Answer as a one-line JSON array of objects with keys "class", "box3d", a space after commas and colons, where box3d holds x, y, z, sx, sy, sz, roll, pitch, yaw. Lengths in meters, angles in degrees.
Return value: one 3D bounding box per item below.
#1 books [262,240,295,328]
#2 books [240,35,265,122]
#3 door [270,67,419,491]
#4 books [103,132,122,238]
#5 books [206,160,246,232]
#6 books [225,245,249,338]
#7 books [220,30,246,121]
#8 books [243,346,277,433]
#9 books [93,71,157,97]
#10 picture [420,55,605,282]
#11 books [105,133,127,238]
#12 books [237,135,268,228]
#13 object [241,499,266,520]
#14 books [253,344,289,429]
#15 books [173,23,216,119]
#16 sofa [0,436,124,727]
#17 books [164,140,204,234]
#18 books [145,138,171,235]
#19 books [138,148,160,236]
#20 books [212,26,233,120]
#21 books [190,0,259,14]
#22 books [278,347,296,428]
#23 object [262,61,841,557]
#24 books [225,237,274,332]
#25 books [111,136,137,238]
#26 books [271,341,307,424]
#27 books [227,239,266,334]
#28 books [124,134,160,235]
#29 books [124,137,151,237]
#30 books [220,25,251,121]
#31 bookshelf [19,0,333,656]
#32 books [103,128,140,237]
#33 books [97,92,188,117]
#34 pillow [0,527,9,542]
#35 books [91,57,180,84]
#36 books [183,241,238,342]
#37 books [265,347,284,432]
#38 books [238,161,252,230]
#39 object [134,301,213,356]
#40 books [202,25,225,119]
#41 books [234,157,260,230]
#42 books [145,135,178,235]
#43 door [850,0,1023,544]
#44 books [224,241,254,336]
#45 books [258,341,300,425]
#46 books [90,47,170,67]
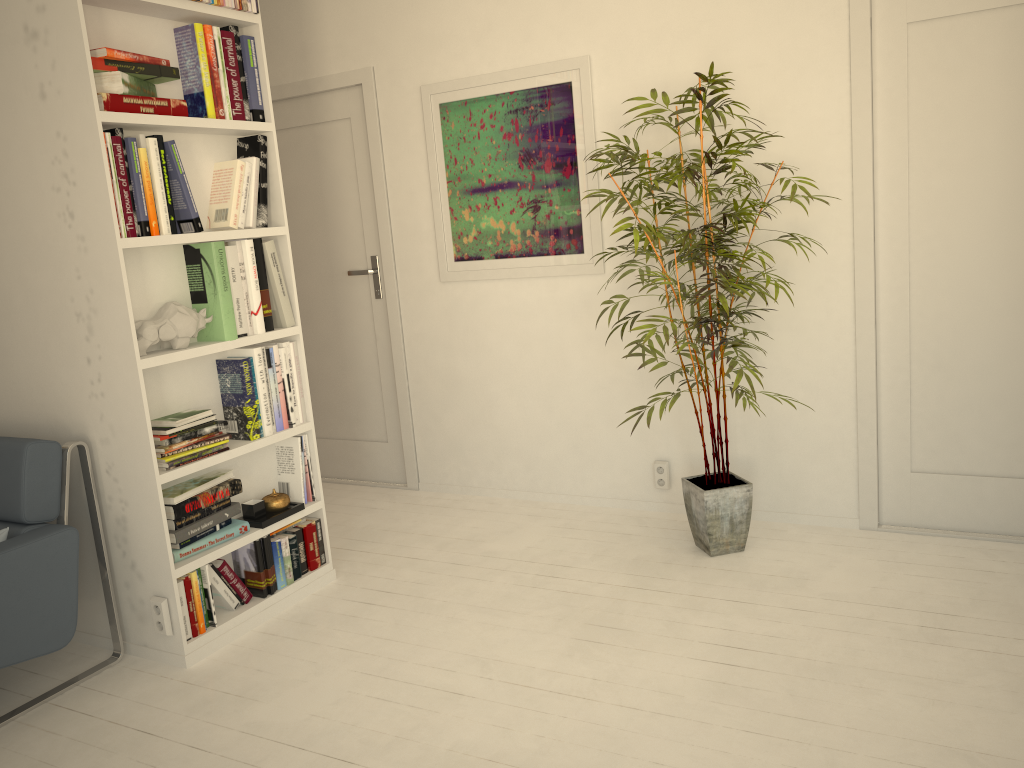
[{"class": "books", "box3d": [-0.918, -0.354, 3.194, 0.229, 0.315, 0.099, 1, 12, 29]}, {"class": "books", "box3d": [-0.959, -1.044, 3.085, 0.179, 0.288, 0.054, 1, 12, 29]}, {"class": "door", "box3d": [-0.943, -0.481, 4.536, 0.955, 2.030, 0.166, 1, 12, 29]}, {"class": "books", "box3d": [-1.248, -0.571, 2.605, 0.222, 0.301, 0.021, 1, 12, 29]}, {"class": "books", "box3d": [-0.978, -0.638, 3.014, 0.133, 0.231, 0.116, 1, 12, 29]}, {"class": "books", "box3d": [-1.009, -0.307, 3.018, 0.200, 0.310, 0.065, 1, 12, 29]}, {"class": "books", "box3d": [-1.005, -1.026, 3.005, 0.182, 0.291, 0.059, 1, 12, 29]}, {"class": "books", "box3d": [-0.950, 0.020, 3.159, 0.228, 0.310, 0.027, 1, 12, 29]}, {"class": "books", "box3d": [-1.189, -0.890, 2.690, 0.128, 0.064, 0.269, -5, 11, 0]}, {"class": "picture", "box3d": [-0.010, -0.897, 3.839, 0.822, 0.875, 0.012, 1, 12, 29]}, {"class": "books", "box3d": [-1.235, -0.575, 2.618, 0.207, 0.300, 0.015, 1, 12, 29]}, {"class": "books", "box3d": [-0.939, -0.706, 3.130, 0.179, 0.318, 0.092, 1, 12, 29]}, {"class": "object", "box3d": [-0.911, 0.443, 3.132, 0.058, 0.055, 0.058, 1, 12, 29]}, {"class": "books", "box3d": [-0.913, 0.011, 3.208, 0.213, 0.305, 0.025, 1, 12, 29]}, {"class": "books", "box3d": [-1.075, -1.011, 2.917, 0.200, 0.300, 0.032, 1, 12, 29]}, {"class": "sofa", "box3d": [-2.143, 0.603, 2.752, 1.603, 0.772, 0.965, 1, 12, 29]}, {"class": "books", "box3d": [-1.107, -0.619, 2.828, 0.200, 0.288, 0.093, 1, 12, 29]}, {"class": "books", "box3d": [-1.150, -0.600, 2.742, 0.189, 0.290, 0.032, 1, 12, 29]}, {"class": "books", "box3d": [-1.170, -0.574, 2.702, 0.199, 0.260, 0.024, 1, 12, 29]}, {"class": "books", "box3d": [-1.032, -1.022, 2.970, 0.185, 0.300, 0.029, 1, 12, 29]}, {"class": "books", "box3d": [-1.140, -1.242, 2.775, 0.278, 0.109, 0.665, 1, 12, 29]}, {"class": "books", "box3d": [-0.888, 0.013, 3.222, 0.208, 0.291, 0.022, 1, 12, 29]}, {"class": "object", "box3d": [0.136, -0.174, 3.255, 2.088, 1.709, 0.779, -3, 10, 11]}, {"class": "books", "box3d": [-0.950, -0.344, 3.122, 0.202, 0.327, 0.056, 1, 12, 29]}, {"class": "books", "box3d": [-1.216, -0.575, 2.636, 0.203, 0.291, 0.032, 1, 12, 29]}, {"class": "books", "box3d": [-0.875, -0.007, 3.288, 0.229, 0.302, 0.039, 1, 12, 29]}, {"class": "books", "box3d": [-0.978, -0.332, 3.084, 0.240, 0.324, 0.037, 1, 12, 29]}, {"class": "books", "box3d": [-1.175, -0.599, 2.726, 0.193, 0.304, 0.020, 1, 12, 29]}, {"class": "books", "box3d": [-1.190, -0.584, 2.680, 0.200, 0.288, 0.030, 1, 12, 29]}, {"class": "books", "box3d": [-0.984, -1.048, 3.043, 0.161, 0.317, 0.039, 1, 12, 29]}, {"class": "bookshelf", "box3d": [-1.085, -0.603, 2.892, 0.249, 2.897, 0.711, 1, 12, 29]}, {"class": "books", "box3d": [-1.205, -0.593, 2.656, 0.179, 0.317, 0.021, 1, 12, 29]}, {"class": "books", "box3d": [-1.175, -0.832, 2.697, 0.202, 0.056, 0.301, 1, 12, 29]}, {"class": "pillow", "box3d": [-1.613, 0.568, 2.376, 0.141, 0.353, 0.534, 1, 12, 29]}, {"class": "books", "box3d": [-1.203, -0.940, 2.688, 0.205, 0.035, 0.314, 1, 12, 29]}, {"class": "books", "box3d": [-1.036, -0.305, 2.962, 0.228, 0.328, 0.056, 1, 12, 29]}, {"class": "books", "box3d": [-0.899, 0.022, 3.167, 0.150, 0.304, 0.035, 1, 12, 29]}, {"class": "books", "box3d": [-0.967, -0.643, 3.049, 0.138, 0.225, 0.106, 1, 12, 29]}, {"class": "object", "box3d": [-1.088, -0.183, 2.805, 0.137, 0.150, 0.311, 3, 13, 37]}, {"class": "books", "box3d": [-1.053, -1.016, 2.945, 0.199, 0.301, 0.039, 1, 12, 29]}, {"class": "books", "box3d": [-0.967, -0.659, 3.096, 0.196, 0.244, 0.092, 1, 12, 29]}, {"class": "books", "box3d": [-1.128, -0.614, 2.766, 0.150, 0.306, 0.033, 1, 12, 29]}, {"class": "door", "box3d": [1.698, -0.440, 3.059, 0.955, 2.030, 0.166, 1, 12, 29]}, {"class": "books", "box3d": [-1.005, -0.325, 3.063, 0.235, 0.321, 0.023, 1, 12, 29]}, {"class": "books", "box3d": [-0.865, 0.000, 3.242, 0.161, 0.307, 0.037, 1, 12, 29]}, {"class": "books", "box3d": [-1.203, -0.967, 2.672, 0.203, 0.026, 0.266, -1, 11, 19]}]
